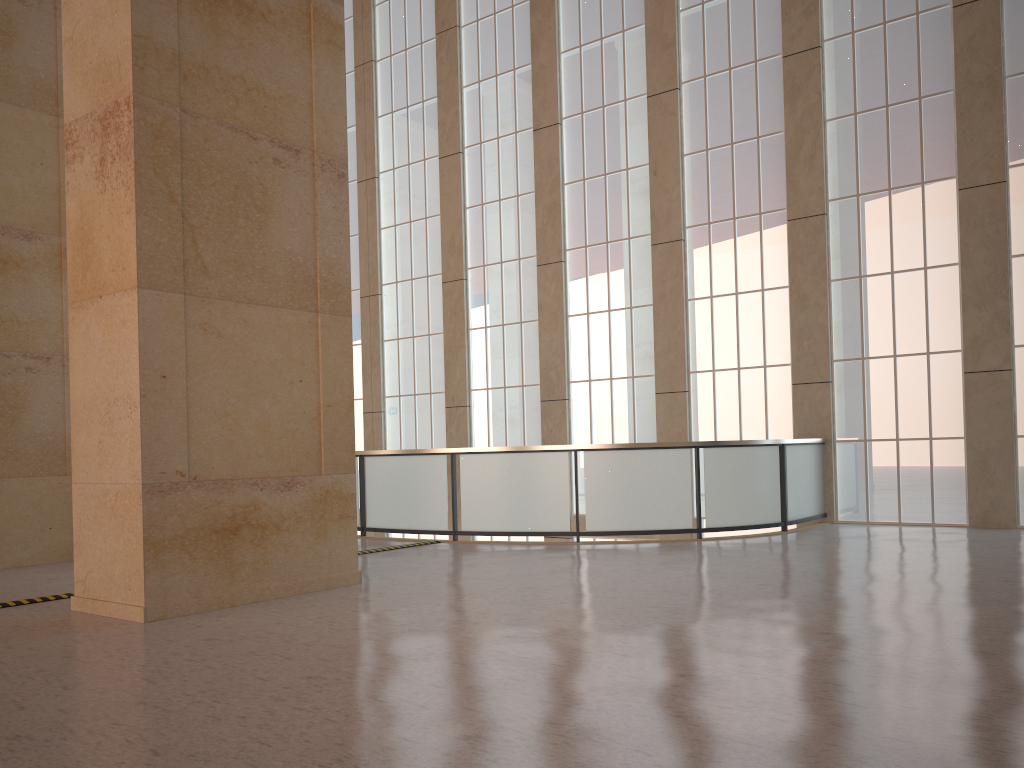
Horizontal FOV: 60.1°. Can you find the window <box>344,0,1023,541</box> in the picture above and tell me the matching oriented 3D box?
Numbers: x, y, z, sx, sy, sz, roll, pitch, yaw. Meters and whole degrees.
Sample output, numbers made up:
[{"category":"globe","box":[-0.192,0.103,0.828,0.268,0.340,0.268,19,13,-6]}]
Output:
[{"category":"window","box":[-50.347,4.533,61.686,165.117,28.637,0.010,-5,-2,37]}]

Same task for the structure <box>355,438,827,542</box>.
[{"category":"structure","box":[-0.363,2.271,19.140,13.089,1.793,5.251,-4,-4,27]}]
